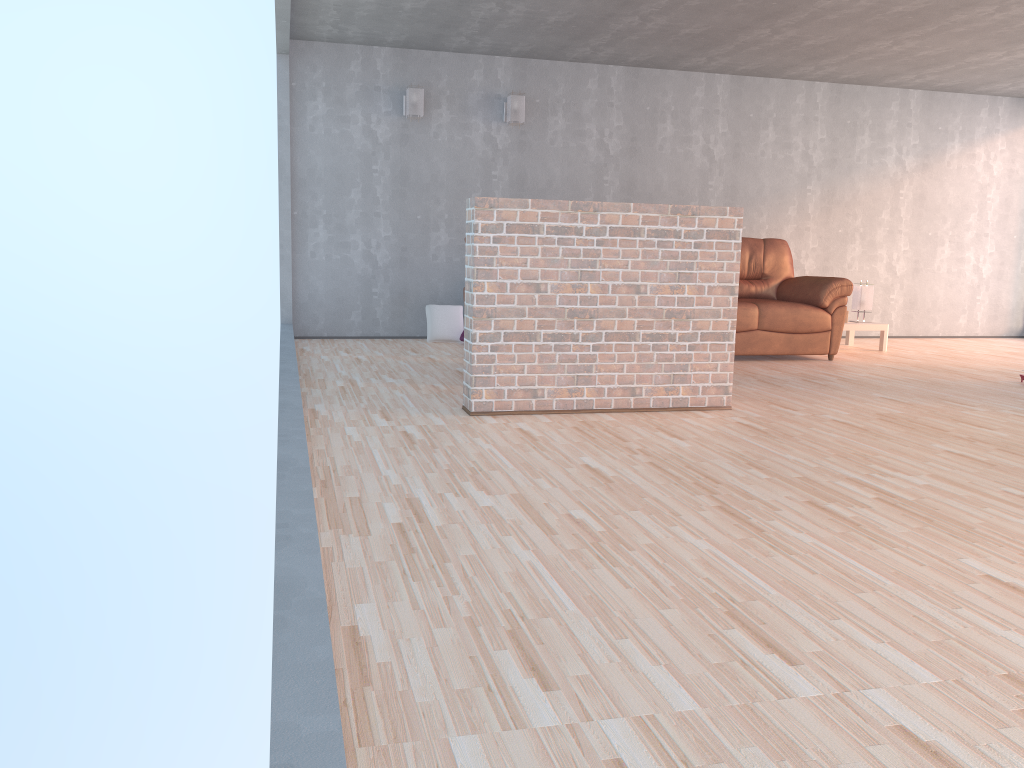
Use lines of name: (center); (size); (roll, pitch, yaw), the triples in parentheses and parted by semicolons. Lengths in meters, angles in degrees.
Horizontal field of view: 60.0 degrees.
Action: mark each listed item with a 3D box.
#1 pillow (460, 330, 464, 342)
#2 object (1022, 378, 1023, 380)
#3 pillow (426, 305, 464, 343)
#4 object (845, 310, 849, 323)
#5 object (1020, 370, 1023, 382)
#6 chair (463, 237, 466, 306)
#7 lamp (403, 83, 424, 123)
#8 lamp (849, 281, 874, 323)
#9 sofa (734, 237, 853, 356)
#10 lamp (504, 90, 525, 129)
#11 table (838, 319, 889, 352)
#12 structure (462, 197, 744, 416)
pillow: (-0.259, -0.422, 7.660); (0.392, 0.130, 0.365); (2, 9, 6)
object: (3.443, -0.016, 5.888); (0.078, 0.066, 0.192); (5, 9, 21)
pillow: (-0.582, -0.522, 7.720); (0.327, 0.326, 0.241); (0, 9, -10)
object: (2.943, -0.623, 7.905); (0.099, 0.147, 0.102); (4, 9, 14)
object: (3.557, -0.045, 6.028); (0.188, 0.085, 0.069); (5, 10, 24)
chair: (0.223, -0.524, 5.690); (0.936, 0.879, 0.970); (-1, 9, -15)
lamp: (-0.827, -2.379, 7.519); (0.165, 0.319, 0.168); (-1, 9, -14)
lamp: (3.150, -0.740, 7.973); (0.140, 0.376, 0.140); (-1, 9, -14)
sofa: (1.511, -0.738, 7.147); (2.202, 0.923, 0.981); (-1, 9, -14)
lamp: (0.028, -2.392, 7.742); (0.165, 0.319, 0.177); (-1, 9, -14)
table: (2.996, -0.444, 8.022); (0.548, 0.241, 0.548); (-1, 9, -14)
structure: (0.469, -0.391, 4.554); (1.422, 1.057, 0.211); (-1, 9, -14)
